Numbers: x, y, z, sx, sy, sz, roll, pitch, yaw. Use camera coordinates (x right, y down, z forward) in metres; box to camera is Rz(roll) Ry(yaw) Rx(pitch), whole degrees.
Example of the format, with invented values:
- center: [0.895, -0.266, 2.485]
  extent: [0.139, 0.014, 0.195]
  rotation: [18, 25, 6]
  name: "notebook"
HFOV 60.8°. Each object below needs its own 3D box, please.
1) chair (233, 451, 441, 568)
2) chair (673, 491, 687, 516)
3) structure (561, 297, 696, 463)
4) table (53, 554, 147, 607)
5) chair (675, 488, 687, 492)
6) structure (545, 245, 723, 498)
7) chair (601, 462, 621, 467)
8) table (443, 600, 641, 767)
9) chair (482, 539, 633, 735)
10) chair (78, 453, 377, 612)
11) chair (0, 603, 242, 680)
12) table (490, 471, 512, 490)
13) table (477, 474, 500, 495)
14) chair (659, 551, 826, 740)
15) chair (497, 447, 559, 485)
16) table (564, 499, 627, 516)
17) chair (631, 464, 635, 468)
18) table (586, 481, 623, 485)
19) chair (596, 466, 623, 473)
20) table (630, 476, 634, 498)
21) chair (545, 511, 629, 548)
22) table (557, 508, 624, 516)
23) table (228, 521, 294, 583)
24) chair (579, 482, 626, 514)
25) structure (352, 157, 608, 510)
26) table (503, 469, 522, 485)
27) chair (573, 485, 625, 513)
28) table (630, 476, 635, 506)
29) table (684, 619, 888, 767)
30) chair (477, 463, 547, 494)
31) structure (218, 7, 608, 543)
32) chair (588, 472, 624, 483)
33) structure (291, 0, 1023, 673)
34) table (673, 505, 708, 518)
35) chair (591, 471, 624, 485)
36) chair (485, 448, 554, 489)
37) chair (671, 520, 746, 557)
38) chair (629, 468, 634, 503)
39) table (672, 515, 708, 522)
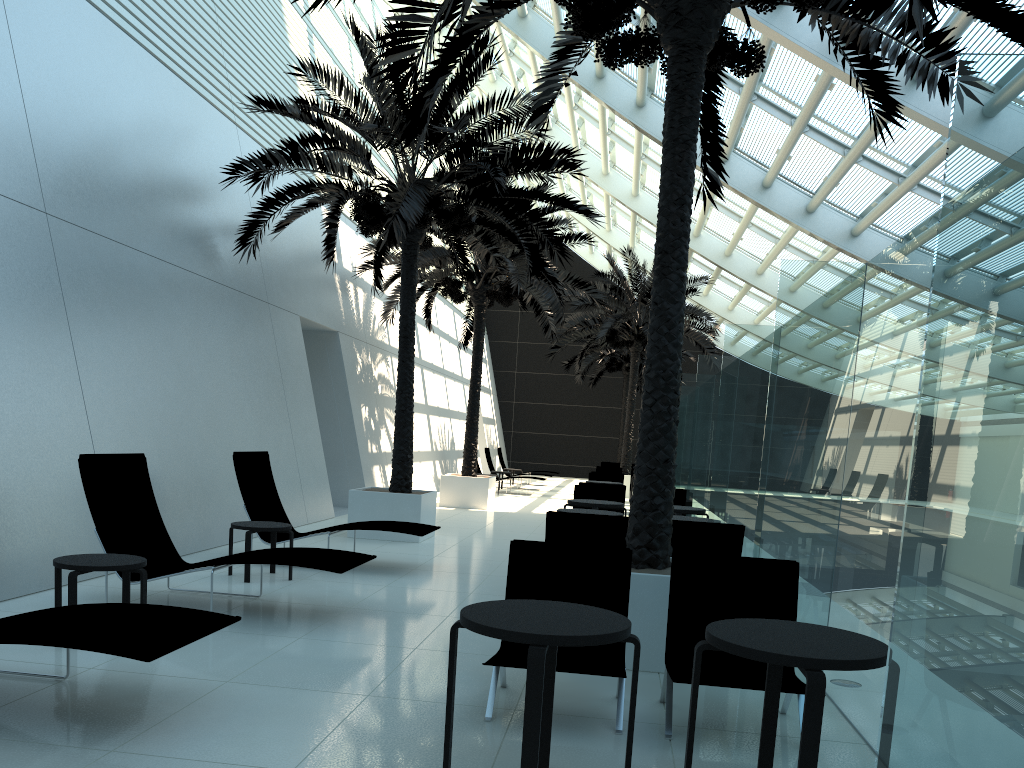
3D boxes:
- center: [-1.845, 1.362, 9.359]
  extent: [2.033, 1.169, 0.915]
  rotation: [3, 3, 7]
  name: "chair"
- center: [2.077, 1.897, 11.733]
  extent: [0.715, 0.896, 0.881]
  rotation: [4, 2, 7]
  name: "chair"
- center: [4.453, 0.311, 32.851]
  extent: [4.467, 7.087, 4.749]
  rotation: [3, 4, -14]
  name: "structure"
- center: [-2.704, 1.408, 5.731]
  extent: [0.555, 0.522, 0.548]
  rotation: [2, 2, -40]
  name: "table"
- center: [2.302, 2.017, 13.430]
  extent: [0.715, 0.896, 0.881]
  rotation: [4, 2, 7]
  name: "chair"
- center: [3.423, -0.261, 24.764]
  extent: [4.822, 7.089, 4.396]
  rotation: [4, 4, 0]
  name: "structure"
- center: [3.239, 3.032, 28.656]
  extent: [0.715, 0.896, 0.881]
  rotation: [4, 2, 7]
  name: "chair"
- center: [0.110, 1.315, 3.517]
  extent: [0.681, 0.788, 0.672]
  rotation: [2, 3, -36]
  name: "table"
- center: [0.265, 1.341, 4.678]
  extent: [0.715, 0.896, 0.881]
  rotation: [4, 2, 7]
  name: "chair"
- center: [-2.162, 1.182, 6.804]
  extent: [2.033, 1.169, 0.915]
  rotation: [3, 3, 7]
  name: "chair"
- center: [-2.479, 1.002, 4.249]
  extent: [2.033, 1.169, 0.915]
  rotation: [3, 3, 7]
  name: "chair"
- center: [-0.322, 2.763, 24.941]
  extent: [0.555, 0.522, 0.548]
  rotation: [2, 2, -40]
  name: "table"
- center: [-0.639, 2.583, 22.386]
  extent: [0.555, 0.522, 0.548]
  rotation: [2, 2, -45]
  name: "table"
- center: [1.189, 1.391, 4.571]
  extent: [0.715, 0.896, 0.881]
  rotation: [4, 2, 7]
  name: "chair"
- center: [0.547, 2.723, 28.648]
  extent: [2.033, 1.169, 0.915]
  rotation: [3, 3, 7]
  name: "chair"
- center: [0.984, 1.812, 10.565]
  extent: [0.680, 0.788, 0.673]
  rotation: [1, 3, -45]
  name: "table"
- center: [4.163, 3.083, 28.549]
  extent: [0.715, 0.896, 0.881]
  rotation: [4, 2, 7]
  name: "chair"
- center: [1.679, 2.207, 16.170]
  extent: [0.680, 0.788, 0.673]
  rotation: [1, 3, -45]
  name: "table"
- center: [2.538, 2.633, 23.002]
  extent: [0.715, 0.896, 0.881]
  rotation: [4, 2, 7]
  name: "chair"
- center: [3.331, 2.653, 21.630]
  extent: [0.680, 0.788, 0.673]
  rotation: [1, 3, -45]
  name: "table"
- center: [0.665, 1.561, 7.781]
  extent: [0.715, 0.896, 0.881]
  rotation: [4, 2, 7]
  name: "chair"
- center: [0.776, 1.698, 8.960]
  extent: [0.681, 0.788, 0.672]
  rotation: [1, 3, -40]
  name: "table"
- center: [-2.387, 1.588, 8.286]
  extent: [0.555, 0.522, 0.548]
  rotation: [2, 2, -40]
  name: "table"
- center: [1.379, 1.967, 13.536]
  extent: [0.715, 0.896, 0.881]
  rotation: [4, 2, 7]
  name: "chair"
- center: [-0.823, -0.901, 17.779]
  extent: [4.242, 6.961, 4.633]
  rotation: [7, 5, 40]
  name: "structure"
- center: [0.005, 2.949, 27.576]
  extent: [0.555, 0.522, 0.548]
  rotation: [2, 2, -40]
  name: "table"
- center: [1.154, 1.846, 11.839]
  extent: [0.715, 0.896, 0.881]
  rotation: [4, 2, 7]
  name: "chair"
- center: [3.146, 2.552, 20.209]
  extent: [0.681, 0.788, 0.672]
  rotation: [1, 3, -40]
  name: "table"
- center: [1.071, 1.367, 3.406]
  extent: [0.681, 0.788, 0.672]
  rotation: [2, 3, -36]
  name: "table"
- center: [-0.097, 2.357, 23.459]
  extent: [2.033, 1.169, 0.915]
  rotation: [3, 3, 7]
  name: "chair"
- center: [-1.360, -1.280, 11.799]
  extent: [4.652, 6.900, 4.223]
  rotation: [3, 4, -14]
  name: "structure"
- center: [1.850, 2.242, 17.457]
  extent: [0.715, 0.896, 0.881]
  rotation: [4, 2, 7]
  name: "chair"
- center: [1.070, -1.602, 5.747]
  extent: [4.790, 7.088, 4.427]
  rotation: [5, 4, 25]
  name: "structure"
- center: [1.945, 1.865, 10.454]
  extent: [0.680, 0.788, 0.673]
  rotation: [1, 3, -45]
  name: "table"
- center: [2.074, 2.362, 19.141]
  extent: [0.715, 0.896, 0.881]
  rotation: [4, 2, 7]
  name: "chair"
- center: [0.220, 2.537, 26.014]
  extent: [2.033, 1.169, 0.915]
  rotation: [3, 3, 7]
  name: "chair"
- center: [1.589, 1.611, 7.674]
  extent: [0.715, 0.896, 0.881]
  rotation: [4, 2, 7]
  name: "chair"
- center: [3.462, 2.684, 22.896]
  extent: [0.715, 0.896, 0.881]
  rotation: [4, 2, 7]
  name: "chair"
- center: [1.737, 1.751, 8.849]
  extent: [0.681, 0.788, 0.672]
  rotation: [1, 3, -40]
  name: "table"
